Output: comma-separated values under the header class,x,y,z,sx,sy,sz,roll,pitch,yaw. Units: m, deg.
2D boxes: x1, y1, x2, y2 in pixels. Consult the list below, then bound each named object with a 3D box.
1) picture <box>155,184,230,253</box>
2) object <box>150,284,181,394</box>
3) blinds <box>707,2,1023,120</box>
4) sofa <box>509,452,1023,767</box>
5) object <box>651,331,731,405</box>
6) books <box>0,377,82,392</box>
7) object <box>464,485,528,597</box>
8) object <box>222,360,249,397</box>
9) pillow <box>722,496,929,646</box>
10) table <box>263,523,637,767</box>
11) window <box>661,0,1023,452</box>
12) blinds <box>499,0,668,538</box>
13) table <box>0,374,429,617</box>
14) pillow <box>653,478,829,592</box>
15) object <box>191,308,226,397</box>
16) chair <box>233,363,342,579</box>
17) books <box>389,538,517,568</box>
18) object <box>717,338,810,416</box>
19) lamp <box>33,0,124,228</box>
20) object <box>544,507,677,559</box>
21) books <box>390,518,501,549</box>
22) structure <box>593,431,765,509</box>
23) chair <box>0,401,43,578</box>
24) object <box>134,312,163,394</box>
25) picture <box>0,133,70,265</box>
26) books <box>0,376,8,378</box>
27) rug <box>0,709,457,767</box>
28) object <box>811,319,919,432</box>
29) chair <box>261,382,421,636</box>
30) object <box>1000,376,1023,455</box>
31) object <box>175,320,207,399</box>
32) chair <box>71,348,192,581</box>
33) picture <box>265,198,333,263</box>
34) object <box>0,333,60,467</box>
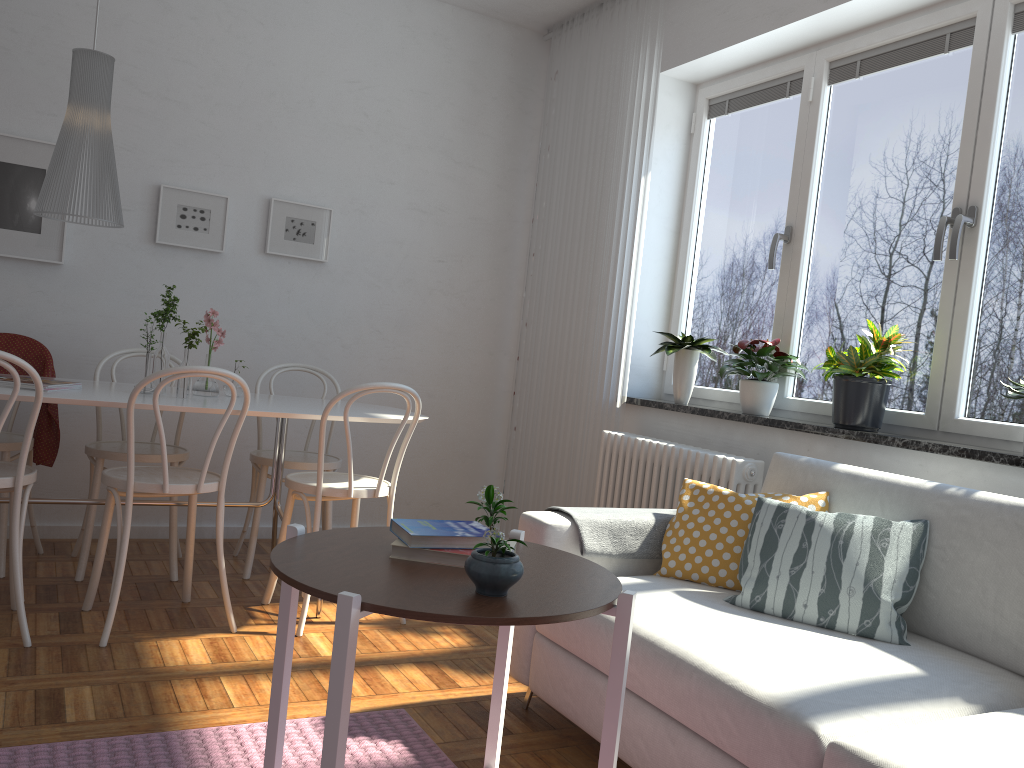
class,x,y,z,sx,sy,sz,roll,pitch,yaw
picture,-1.524,-0.785,4.233,0.312,0.273,0.047,5,3,-28
object,-1.325,-0.172,3.388,0.111,0.420,0.107,4,3,-40
blinds,1.594,-1.179,2.920,0.015,0.098,2.841,5,2,-28
sofa,0.996,0.688,1.856,1.004,0.843,2.458,5,2,-28
object,0.762,-0.068,3.858,0.354,0.316,0.292,5,3,-37
books,-1.652,0.001,3.082,0.204,0.022,0.278,6,2,-2
object,-0.028,0.246,1.419,0.108,0.175,0.096,8,3,40
object,-1.143,-0.025,3.661,0.087,0.151,0.112,6,2,-6
pillow,0.832,0.471,2.338,0.469,0.289,0.309,7,2,33
table,-0.148,0.648,1.594,0.618,0.688,0.617,5,2,-30
window,1.496,-0.564,2.931,0.151,1.511,3.016,5,2,-28
blinds,0.327,-0.492,4.491,0.055,2.889,1.036,5,3,-28
table,-1.472,0.412,3.335,2.290,0.770,0.930,5,2,-28
pillow,0.688,0.450,2.640,0.464,0.318,0.313,7,2,29
object,-1.200,-0.126,3.517,0.111,0.349,0.108,8,3,31
chair,-0.974,0.373,4.026,0.448,0.918,0.519,5,3,-23
books,-0.105,0.306,1.645,0.209,0.026,0.162,6,2,7
object,0.996,-0.030,3.534,0.379,0.309,0.371,8,2,36
lamp,-1.459,-1.325,3.124,0.292,1.497,0.293,7,3,17
object,0.371,0.661,2.818,0.608,0.534,0.288,5,3,-28
books,-0.125,0.279,1.652,0.175,0.024,0.136,6,2,-23
structure,0.661,0.556,3.621,0.224,0.624,0.971,5,2,-28
chair,-2.130,0.259,3.582,0.448,0.918,0.519,5,2,-18
object,-1.353,-0.117,3.305,0.084,0.308,0.084,7,3,17
picture,-2.180,-0.816,3.879,0.431,0.524,0.050,5,3,-28
books,-1.982,-0.041,3.131,0.265,0.029,0.405,7,2,22
rug,-0.774,0.940,0.934,2.367,0.008,2.454,5,2,-28
object,1.203,-0.034,3.095,0.299,0.385,0.333,6,2,-13
chair,0.455,0.366,2.187,0.448,1.343,3.689,4,3,-43
object,1.528,0.092,2.515,0.267,0.237,0.284,8,3,43
object,-1.190,-0.092,3.285,0.098,0.294,0.146,6,2,5
chair,-1.569,0.315,3.749,0.448,0.918,0.519,5,3,-28
picture,-1.072,-0.773,4.475,0.312,0.273,0.047,5,3,-28
object,-2.164,0.073,3.761,0.491,0.580,0.200,6,2,-14
